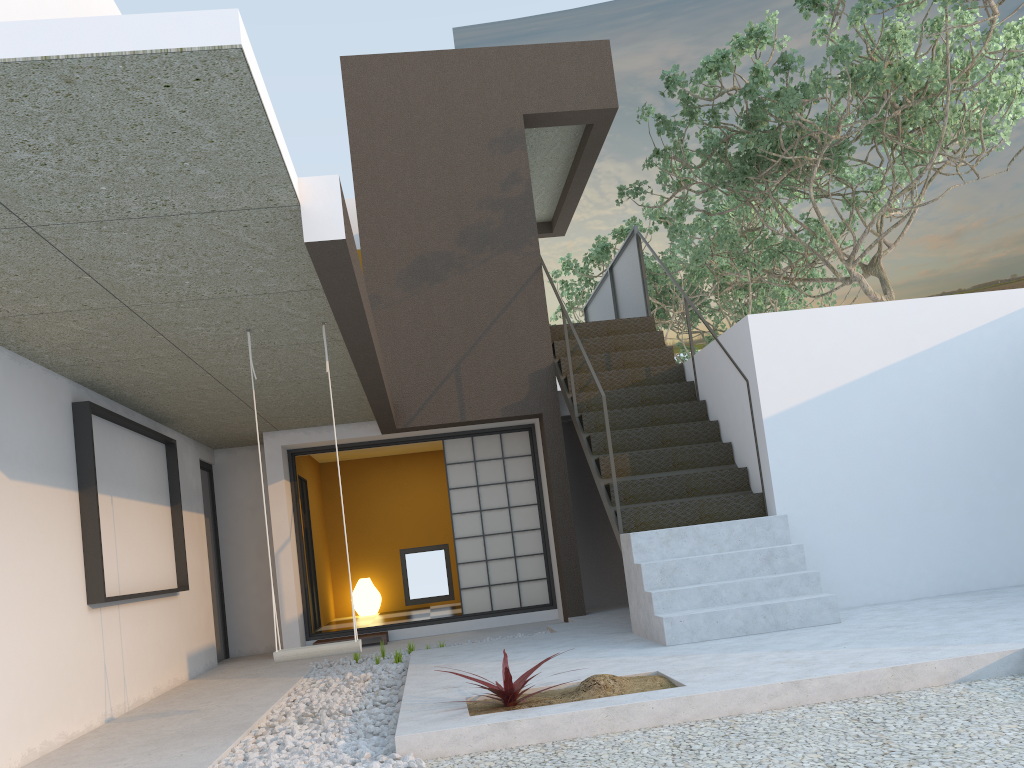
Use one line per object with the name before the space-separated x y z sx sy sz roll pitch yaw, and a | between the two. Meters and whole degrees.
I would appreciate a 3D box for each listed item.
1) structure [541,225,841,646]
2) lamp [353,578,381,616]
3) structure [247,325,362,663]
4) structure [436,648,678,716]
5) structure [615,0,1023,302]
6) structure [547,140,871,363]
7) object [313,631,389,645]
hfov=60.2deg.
structure | 1.009 0.285 9.028 1.157 3.908 6.628 -6 -9 -6
lamp | -1.893 2.773 11.455 0.386 0.496 0.400 -5 -7 -17
structure | -1.168 0.583 4.915 0.461 1.851 0.130 -6 -5 -6
structure | 0.212 1.454 4.322 1.202 0.289 0.756 -6 -10 -6
structure | 3.605 -2.174 8.997 4.325 3.668 5.820 -3 -10 -26
structure | 3.565 -1.091 15.595 5.496 4.661 7.396 -3 -10 -26
object | -1.575 2.538 8.672 0.702 0.100 0.354 -6 -10 -6
